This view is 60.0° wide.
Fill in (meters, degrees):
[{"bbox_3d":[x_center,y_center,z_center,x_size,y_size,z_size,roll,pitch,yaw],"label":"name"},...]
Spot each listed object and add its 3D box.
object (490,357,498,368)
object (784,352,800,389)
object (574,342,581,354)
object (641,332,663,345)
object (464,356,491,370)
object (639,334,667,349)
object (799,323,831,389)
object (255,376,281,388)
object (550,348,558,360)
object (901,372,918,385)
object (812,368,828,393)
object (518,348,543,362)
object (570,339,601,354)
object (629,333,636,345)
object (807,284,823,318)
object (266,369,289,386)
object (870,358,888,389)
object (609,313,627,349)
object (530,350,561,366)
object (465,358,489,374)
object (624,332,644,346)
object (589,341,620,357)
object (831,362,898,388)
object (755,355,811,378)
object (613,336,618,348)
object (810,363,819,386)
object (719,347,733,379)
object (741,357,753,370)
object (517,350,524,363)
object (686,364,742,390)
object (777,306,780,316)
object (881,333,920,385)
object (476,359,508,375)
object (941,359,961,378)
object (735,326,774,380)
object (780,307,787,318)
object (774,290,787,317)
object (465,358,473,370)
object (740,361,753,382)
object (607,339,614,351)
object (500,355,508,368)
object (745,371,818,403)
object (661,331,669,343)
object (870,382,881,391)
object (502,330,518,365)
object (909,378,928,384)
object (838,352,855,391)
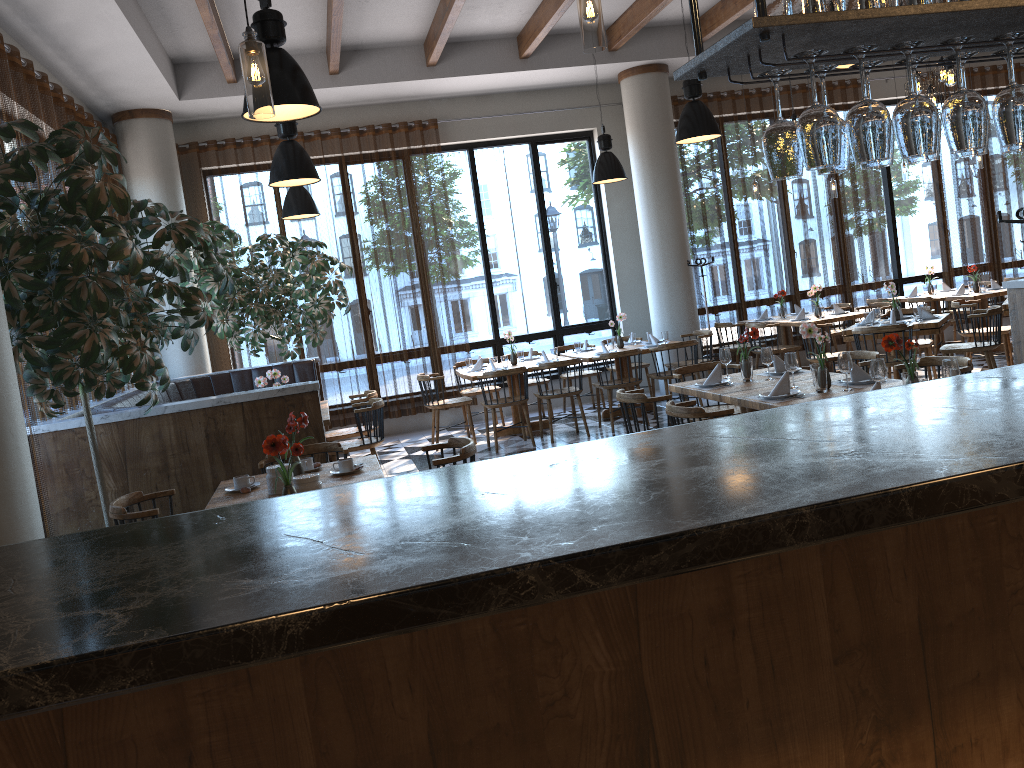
[{"bbox_3d":[-0.186,-0.224,9.579,0.080,0.132,0.080,-10,5,-27],"label":"object"},{"bbox_3d":[1.689,-0.081,5.340,0.081,0.215,0.081,-5,5,42],"label":"object"},{"bbox_3d":[0.755,-0.414,10.141,0.080,0.132,0.080,-10,5,-27],"label":"object"},{"bbox_3d":[1.618,-0.537,10.144,0.272,0.137,0.352,-9,6,-12],"label":"object"},{"bbox_3d":[-0.379,-0.256,10.116,0.352,0.137,0.272,-9,6,-12],"label":"object"},{"bbox_3d":[1.556,-0.482,9.709,0.352,0.137,0.272,-9,6,-12],"label":"object"},{"bbox_3d":[1.770,-0.165,5.145,0.146,0.399,0.207,-5,5,37],"label":"object"},{"bbox_3d":[-2.024,0.124,7.412,0.146,0.399,0.207,-4,6,45],"label":"object"},{"bbox_3d":[0.464,-0.324,9.677,0.080,0.132,0.080,-10,5,-27],"label":"object"},{"bbox_3d":[2.008,0.009,4.462,0.080,0.132,0.080,-7,4,18],"label":"object"},{"bbox_3d":[1.755,-0.017,5.039,0.080,0.132,0.080,-8,4,3],"label":"object"},{"bbox_3d":[0.211,-0.351,10.241,0.352,0.137,0.272,-9,6,-12],"label":"object"},{"bbox_3d":[0.854,-0.455,10.378,0.352,0.137,0.272,-9,6,-12],"label":"object"},{"bbox_3d":[1.402,-0.517,10.266,0.080,0.132,0.080,-10,5,-27],"label":"object"},{"bbox_3d":[3.617,-0.989,10.542,0.206,0.399,0.147,-4,5,42],"label":"object"},{"bbox_3d":[-2.166,0.055,8.259,0.207,0.399,0.146,-8,4,-6],"label":"object"},{"bbox_3d":[1.871,-0.019,4.507,0.081,0.215,0.081,-9,4,-20],"label":"object"},{"bbox_3d":[1.214,-0.601,10.031,0.207,0.399,0.146,-8,4,-7],"label":"object"},{"bbox_3d":[0.358,-0.289,9.455,0.352,0.137,0.272,-9,6,-12],"label":"object"},{"bbox_3d":[-0.388,-0.211,9.704,0.272,0.137,0.352,-9,6,-12],"label":"object"},{"bbox_3d":[1.409,-0.544,10.496,0.352,0.137,0.272,-9,6,-12],"label":"object"},{"bbox_3d":[1.001,-0.393,9.591,0.352,0.137,0.272,-9,6,-12],"label":"object"},{"bbox_3d":[2.047,-0.077,5.199,0.272,0.137,0.352,-9,6,-12],"label":"object"},{"bbox_3d":[1.858,-0.142,6.068,0.272,0.137,0.352,-9,6,-12],"label":"object"},{"bbox_3d":[1.214,-0.490,10.265,0.080,0.132,0.080,-10,5,-27],"label":"object"},{"bbox_3d":[1.827,-0.054,5.295,0.080,0.132,0.080,-7,4,18],"label":"object"},{"bbox_3d":[1.501,-0.146,6.209,0.081,0.215,0.081,-5,5,42],"label":"object"},{"bbox_3d":[1.638,-0.119,6.164,0.080,0.132,0.080,-7,4,18],"label":"object"},{"bbox_3d":[0.101,-0.311,10.035,0.080,0.132,0.080,-10,5,-27],"label":"object"},{"bbox_3d":[1.348,-0.060,5.969,0.272,0.137,0.352,-9,6,-12],"label":"object"},{"bbox_3d":[3.527,-0.957,11.643,0.080,0.132,0.080,-7,4,13],"label":"object"},{"bbox_3d":[1.918,-0.080,4.348,0.171,0.354,0.157,-6,4,26],"label":"object"},{"bbox_3d":[-0.200,-0.199,9.336,0.352,0.137,0.272,-9,6,-12],"label":"object"},{"bbox_3d":[2.060,-0.008,4.148,0.081,0.215,0.081,-9,4,-20],"label":"object"},{"bbox_3d":[1.626,-0.207,5.947,0.166,0.354,0.296,-8,5,-6],"label":"object"},{"bbox_3d":[3.437,-0.900,11.218,0.080,0.132,0.080,-7,4,13],"label":"object"},{"bbox_3d":[3.452,-1.030,11.365,0.156,0.354,0.171,-7,4,11],"label":"object"},{"bbox_3d":[-0.479,-0.218,9.912,0.080,0.132,0.080,-10,5,-27],"label":"object"},{"bbox_3d":[1.567,-0.082,5.908,0.080,0.132,0.080,-6,5,23],"label":"object"},{"bbox_3d":[1.096,-0.426,9.811,0.080,0.132,0.080,-10,5,-27],"label":"object"},{"bbox_3d":[-0.077,-0.237,9.562,0.080,0.132,0.080,-10,5,-27],"label":"object"},{"bbox_3d":[1.537,0.005,5.100,0.272,0.137,0.352,-9,6,-12],"label":"object"},{"bbox_3d":[1.715,-0.523,9.912,0.080,0.132,0.080,-10,5,-27],"label":"object"},{"bbox_3d":[1.718,0.067,4.267,0.272,0.137,0.352,-9,6,-12],"label":"object"},{"bbox_3d":[-0.024,-0.403,9.785,0.146,0.399,0.207,-9,4,-13],"label":"object"},{"bbox_3d":[1.937,0.046,4.206,0.080,0.132,0.080,-8,4,3],"label":"object"},{"bbox_3d":[1.878,-0.070,4.981,0.081,0.215,0.081,-9,4,-20],"label":"object"}]
